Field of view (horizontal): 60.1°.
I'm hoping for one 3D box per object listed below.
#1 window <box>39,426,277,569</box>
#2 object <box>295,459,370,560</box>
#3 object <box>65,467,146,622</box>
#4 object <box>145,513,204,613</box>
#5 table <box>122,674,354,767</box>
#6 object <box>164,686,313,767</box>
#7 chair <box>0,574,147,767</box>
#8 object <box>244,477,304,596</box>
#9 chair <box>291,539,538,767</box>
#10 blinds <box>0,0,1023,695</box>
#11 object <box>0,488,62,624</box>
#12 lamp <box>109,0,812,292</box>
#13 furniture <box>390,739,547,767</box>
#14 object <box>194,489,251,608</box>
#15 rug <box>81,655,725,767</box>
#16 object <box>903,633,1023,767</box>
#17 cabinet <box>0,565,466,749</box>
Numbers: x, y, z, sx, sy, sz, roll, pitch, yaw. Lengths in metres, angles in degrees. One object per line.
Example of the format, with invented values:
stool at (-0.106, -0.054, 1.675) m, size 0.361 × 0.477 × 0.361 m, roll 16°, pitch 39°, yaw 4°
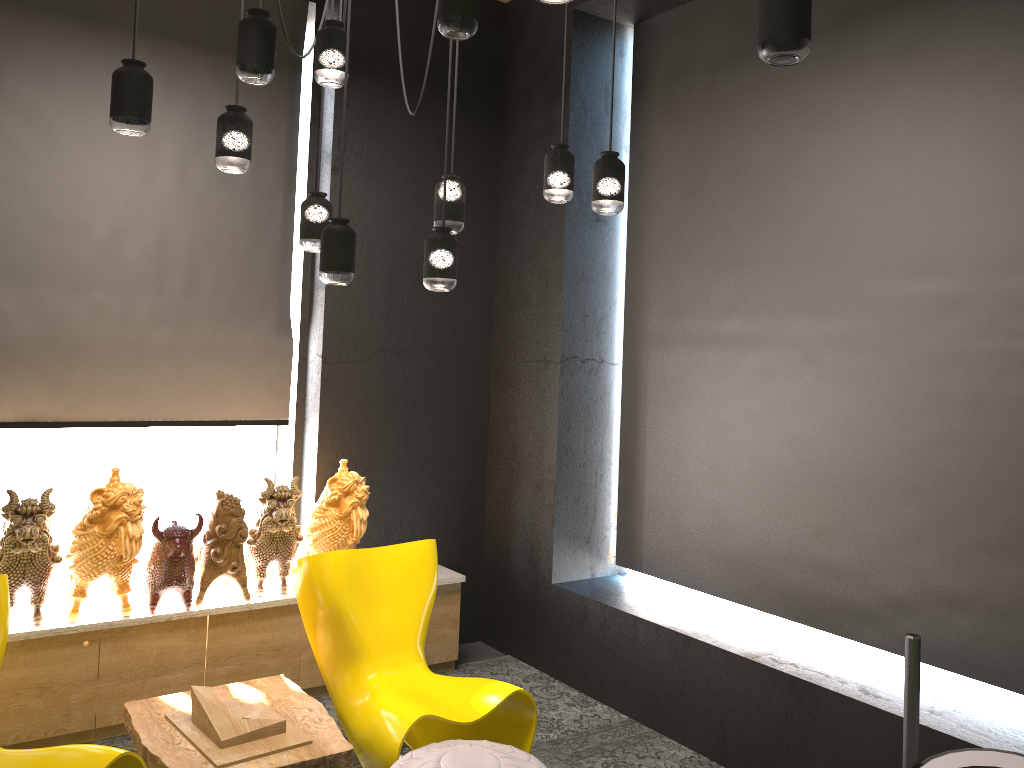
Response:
window at (-2.289, -0.632, 4.576) m, size 2.304 × 3.175 × 0.051 m, roll 3°, pitch -2°, yaw -35°
object at (-0.935, 0.702, 4.530) m, size 0.307 × 0.656 × 0.469 m, roll 3°, pitch -1°, yaw -30°
object at (-1.812, 0.685, 3.918) m, size 0.307 × 0.656 × 0.469 m, roll 3°, pitch -1°, yaw -30°
object at (-1.579, 0.792, 4.073) m, size 0.219 × 0.442 × 0.463 m, roll 3°, pitch -1°, yaw -30°
table at (-1.036, 1.434, 3.328) m, size 0.693 × 0.310 × 0.829 m, roll 2°, pitch 1°, yaw -35°
object at (-1.017, 1.213, 3.276) m, size 0.350 × 0.136 × 0.520 m, roll 1°, pitch 2°, yaw -40°
chair at (-1.801, 1.125, 2.812) m, size 1.070 × 0.899 × 0.656 m, roll 2°, pitch -1°, yaw 25°
object at (-1.205, 0.732, 4.356) m, size 0.271 × 0.581 × 0.430 m, roll 4°, pitch -2°, yaw -42°
chair at (-0.487, 1.151, 3.718) m, size 0.657 × 0.899 × 1.070 m, roll 3°, pitch -1°, yaw -40°
blinds at (-3.995, -0.732, 2.462) m, size 12.701 × 3.318 × 3.521 m, roll 2°, pitch 0°, yaw -15°
object at (-2.082, 0.715, 3.744) m, size 0.271 × 0.581 × 0.430 m, roll 4°, pitch -2°, yaw -42°
lamp at (0.094, -1.438, 2.357) m, size 2.845 × 2.278 × 2.671 m, roll 2°, pitch 0°, yaw 9°
furniture at (-0.138, 1.447, 2.905) m, size 0.614 × 0.421 × 0.610 m, roll 2°, pitch 0°, yaw -41°
object at (-1.403, 0.754, 4.254) m, size 0.249 × 0.547 × 0.475 m, roll 3°, pitch -1°, yaw -27°
rug at (-0.697, 1.598, 3.304) m, size 3.590 × 0.010 × 2.191 m, roll 1°, pitch 2°, yaw -35°
object at (0.519, 0.601, 0.943) m, size 0.239 × 0.603 × 0.239 m, roll 3°, pitch -2°, yaw -9°
cabinet at (-1.494, 1.278, 4.179) m, size 2.725 × 0.531 × 0.404 m, roll 1°, pitch 0°, yaw -35°
